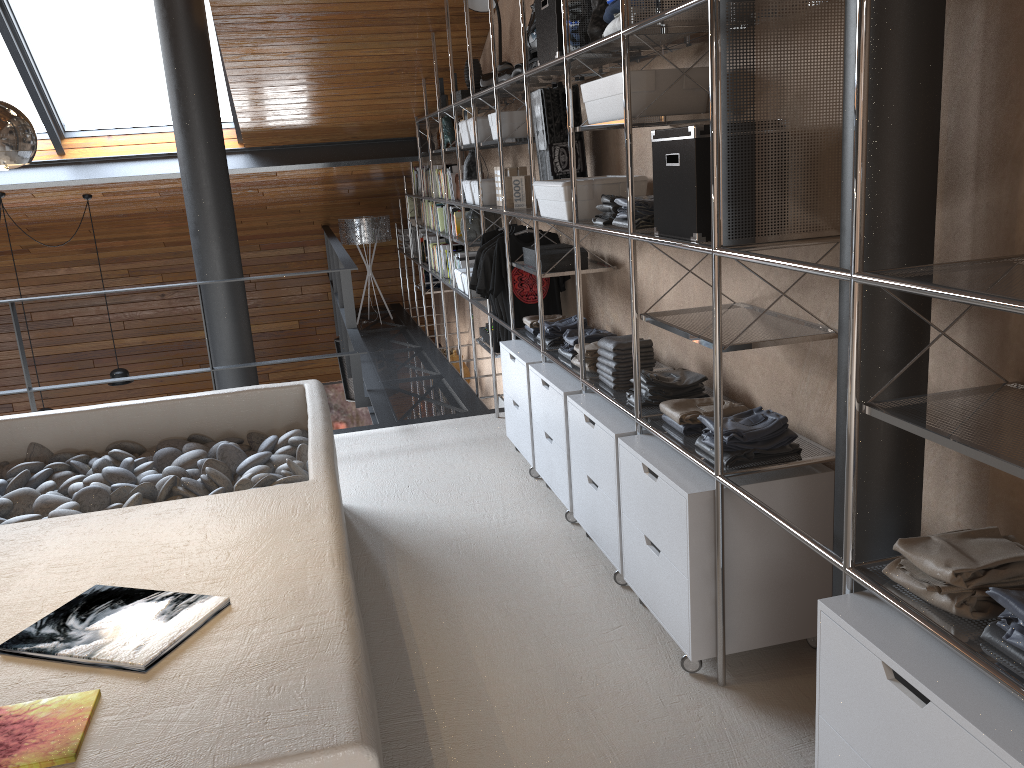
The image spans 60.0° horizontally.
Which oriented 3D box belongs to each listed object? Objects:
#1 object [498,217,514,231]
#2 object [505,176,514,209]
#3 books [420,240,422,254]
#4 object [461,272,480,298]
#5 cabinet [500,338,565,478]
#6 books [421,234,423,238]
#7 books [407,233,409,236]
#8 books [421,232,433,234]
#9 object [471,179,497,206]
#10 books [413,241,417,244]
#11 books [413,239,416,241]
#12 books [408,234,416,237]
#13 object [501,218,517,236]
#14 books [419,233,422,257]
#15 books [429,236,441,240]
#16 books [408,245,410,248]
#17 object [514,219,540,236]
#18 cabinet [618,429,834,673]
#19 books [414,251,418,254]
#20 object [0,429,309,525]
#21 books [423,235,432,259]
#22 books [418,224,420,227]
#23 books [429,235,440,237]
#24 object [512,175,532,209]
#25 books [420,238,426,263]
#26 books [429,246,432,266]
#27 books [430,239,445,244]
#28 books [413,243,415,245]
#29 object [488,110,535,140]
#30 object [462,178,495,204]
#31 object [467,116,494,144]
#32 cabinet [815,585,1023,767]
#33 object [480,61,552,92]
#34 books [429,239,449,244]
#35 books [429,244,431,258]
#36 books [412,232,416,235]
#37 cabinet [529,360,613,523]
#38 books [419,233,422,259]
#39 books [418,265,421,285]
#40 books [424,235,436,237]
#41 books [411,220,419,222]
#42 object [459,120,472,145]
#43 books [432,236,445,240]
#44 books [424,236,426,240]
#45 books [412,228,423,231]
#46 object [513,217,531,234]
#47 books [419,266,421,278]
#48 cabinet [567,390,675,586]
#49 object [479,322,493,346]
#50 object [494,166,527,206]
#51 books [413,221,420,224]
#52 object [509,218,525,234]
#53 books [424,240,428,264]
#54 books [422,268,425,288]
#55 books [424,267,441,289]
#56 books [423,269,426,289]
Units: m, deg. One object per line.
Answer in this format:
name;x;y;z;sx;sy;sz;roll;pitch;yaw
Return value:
object;-0.010;-0.870;4.787;0.283;0.118;0.016;-7;14;-12
object;-0.012;-0.969;4.483;0.074;0.156;0.079;-3;14;2
books;-0.741;-1.212;7.915;0.143;0.199;0.019;-7;14;-12
object;-0.156;-0.639;5.625;0.295;0.136;0.228;-7;15;-12
cabinet;0.228;0.094;4.261;0.435;0.561;0.527;-7;14;-12
books;-0.722;-1.218;7.864;0.148;0.234;0.013;-7;14;-12
books;-0.867;-1.440;8.526;0.268;0.025;0.176;-7;15;-12
books;-0.726;-1.229;7.894;0.146;0.240;0.023;-7;14;-12
object;-0.064;-1.076;4.953;0.295;0.136;0.228;-7;15;-12
books;-0.808;-1.328;8.265;0.222;0.012;0.160;-9;15;-18
books;-0.803;-1.353;8.251;0.225;0.017;0.168;-7;15;-12
books;-0.818;-1.384;8.243;0.288;0.025;0.175;-6;14;-7
object;0.001;-0.818;4.751;0.387;0.197;0.009;-8;15;-16
books;-0.744;-1.232;7.926;0.148;0.234;0.013;-7;14;-12
books;-0.622;-1.125;7.478;0.148;0.232;0.053;-7;14;-12
books;-0.860;-1.333;8.553;0.240;0.028;0.180;-10;15;-22
object;0.076;-0.787;4.439;0.283;0.118;0.016;-7;14;-12
cabinet;0.623;0.472;2.663;0.435;0.561;0.527;-7;14;-12
books;-0.805;-1.241;8.280;0.239;0.021;0.174;-6;14;-7
object;-1.552;0.438;2.971;1.842;0.246;1.436;-7;15;-12
books;-0.683;-1.162;7.636;0.143;0.235;0.055;-7;14;-12
books;-0.803;-1.481;8.225;0.234;0.028;0.180;-7;15;-12
books;-0.624;-1.146;7.556;0.143;0.236;0.062;-7;14;-12
object;0.059;-0.954;4.405;0.074;0.156;0.079;6;18;36
books;-0.717;-1.167;7.697;0.137;0.215;0.014;-7;14;-12
books;-0.616;-1.060;7.342;0.119;0.171;0.044;-7;14;-12
books;-0.594;-1.064;7.236;0.122;0.229;0.057;-7;14;-12
books;-0.813;-1.306;8.262;0.258;0.028;0.180;-6;14;-7
object;0.048;-1.270;4.347;0.290;0.124;0.223;-7;15;-12
object;-0.126;-1.136;5.204;0.295;0.136;0.228;-7;15;-12
object;-0.082;-1.401;4.872;0.295;0.136;0.228;-7;15;-12
cabinet;0.887;0.725;1.599;0.435;0.561;0.527;-7;14;-12
object;0.025;-1.523;4.330;0.286;0.141;0.658;-9;15;-19
books;-0.591;-1.080;7.310;0.161;0.222;0.055;-7;14;-12
books;-0.616;-1.078;7.354;0.127;0.200;0.046;-7;14;-12
books;-0.823;-1.405;8.247;0.254;0.012;0.158;-4;14;-1
cabinet;0.362;0.219;3.734;0.435;0.561;0.527;-7;14;-12
books;-0.752;-1.235;7.937;0.148;0.234;0.013;-7;14;-12
books;-0.790;-1.015;8.157;0.127;0.201;0.011;-7;14;-12
books;-0.667;-1.160;7.625;0.148;0.232;0.053;-7;14;-12
books;-0.828;-1.524;8.226;0.228;0.016;0.182;-7;15;-12
object;-0.143;-1.459;5.118;0.295;0.136;0.228;-7;15;-12
books;-0.584;-1.121;7.451;0.148;0.232;0.053;-7;14;-12
books;-0.669;-1.148;7.579;0.148;0.232;0.053;-7;14;-12
books;-0.835;-1.443;8.240;0.208;0.017;0.168;-7;15;-12
object;0.045;-0.776;4.574;0.387;0.197;0.009;-8;15;-16
books;-0.780;-1.013;8.149;0.127;0.201;0.011;-7;14;-12
cabinet;0.495;0.347;3.192;0.435;0.561;0.527;-7;14;-12
object;-0.003;-0.297;5.290;0.320;0.114;0.405;-7;15;-12
object;0.001;-1.050;4.697;0.142;0.205;0.196;-8;15;-14
books;-0.829;-1.505;8.230;0.216;0.021;0.174;-7;15;-12
object;0.029;-0.791;4.635;0.387;0.197;0.009;-8;15;-16
books;-0.666;-1.130;7.566;0.148;0.205;0.053;-7;14;-12
books;-0.723;-0.980;7.972;0.155;0.215;0.055;-7;14;-12
books;-0.705;-0.940;7.858;0.138;0.191;0.049;-7;14;-12
books;-0.721;-0.966;7.924;0.133;0.218;0.051;-7;14;-12
